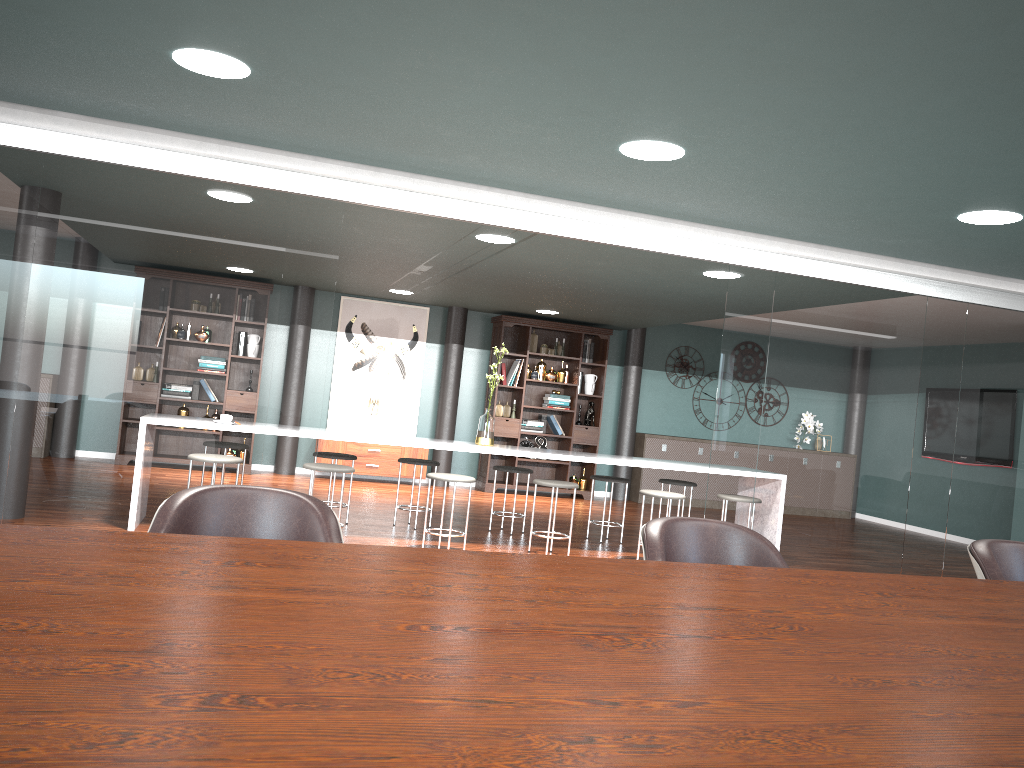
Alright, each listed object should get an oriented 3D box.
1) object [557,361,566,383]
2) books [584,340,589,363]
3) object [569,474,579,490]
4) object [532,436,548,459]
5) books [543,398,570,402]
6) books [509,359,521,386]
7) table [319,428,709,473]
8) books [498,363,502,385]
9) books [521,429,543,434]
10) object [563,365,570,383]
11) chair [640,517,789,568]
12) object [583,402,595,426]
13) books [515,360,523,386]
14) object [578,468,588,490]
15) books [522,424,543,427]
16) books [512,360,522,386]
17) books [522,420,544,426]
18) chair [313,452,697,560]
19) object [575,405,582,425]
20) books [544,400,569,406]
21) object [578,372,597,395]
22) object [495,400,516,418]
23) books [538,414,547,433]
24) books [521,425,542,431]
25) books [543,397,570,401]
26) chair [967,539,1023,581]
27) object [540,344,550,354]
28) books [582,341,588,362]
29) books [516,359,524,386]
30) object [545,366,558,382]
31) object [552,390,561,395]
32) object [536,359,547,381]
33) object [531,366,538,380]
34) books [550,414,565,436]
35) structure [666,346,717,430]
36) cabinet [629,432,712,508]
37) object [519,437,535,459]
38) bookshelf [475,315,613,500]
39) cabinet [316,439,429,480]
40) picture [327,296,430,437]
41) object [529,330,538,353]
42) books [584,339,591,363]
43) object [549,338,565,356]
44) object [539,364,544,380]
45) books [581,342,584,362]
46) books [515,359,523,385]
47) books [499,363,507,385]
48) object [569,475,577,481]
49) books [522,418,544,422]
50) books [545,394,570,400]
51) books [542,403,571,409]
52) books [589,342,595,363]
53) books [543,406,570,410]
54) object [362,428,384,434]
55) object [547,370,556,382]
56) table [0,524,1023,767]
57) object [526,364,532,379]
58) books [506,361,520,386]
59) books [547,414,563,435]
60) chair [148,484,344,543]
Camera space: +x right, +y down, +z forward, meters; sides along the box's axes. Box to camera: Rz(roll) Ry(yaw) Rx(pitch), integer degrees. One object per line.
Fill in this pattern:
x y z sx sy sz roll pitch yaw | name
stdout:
0.577 -0.140 10.237 0.108 0.256 0.108 6 -1 18 | object
0.847 -0.377 10.367 0.016 0.268 0.205 6 -1 -16 | books
0.708 1.130 10.239 0.144 0.175 0.073 6 -1 -14 | object
0.333 0.738 10.283 0.233 0.268 0.051 6 -1 -16 | object
0.518 0.190 10.288 0.268 0.016 0.205 6 -1 -16 | books
0.019 -0.130 10.127 0.090 0.316 0.197 6 -1 -16 | books
-0.222 0.791 6.376 4.577 0.699 0.609 6 -1 -16 | table
-0.176 -0.116 10.073 0.042 0.248 0.194 6 -1 -16 | books
0.190 0.536 10.170 0.286 0.027 0.184 6 -1 -16 | books
0.629 -0.115 10.350 0.092 0.222 0.092 6 -1 18 | object
0.539 0.758 2.283 0.535 0.761 0.518 6 -1 -10 | chair
0.898 0.344 10.374 0.116 0.286 0.215 6 -1 -20 | object
0.053 -0.123 10.136 0.063 0.309 0.210 6 -1 -16 | books
0.830 1.104 10.324 0.108 0.256 0.108 6 -1 18 | object
0.194 0.471 10.170 0.268 0.016 0.205 6 -1 -16 | books
0.038 -0.124 10.133 0.063 0.309 0.210 6 -1 -16 | books
0.219 0.445 10.176 0.248 0.042 0.194 6 -1 -16 | books
-0.219 0.888 6.439 4.029 0.512 1.479 6 -1 -17 | chair
0.787 0.363 10.326 0.077 0.228 0.077 7 -1 -33 | object
0.515 0.220 10.287 0.248 0.042 0.194 6 -1 -16 | books
0.868 -0.006 10.409 0.268 0.262 0.137 6 -1 24 | object
-0.090 0.268 10.097 0.250 0.221 0.186 6 -1 -18 | object
0.348 0.461 10.287 0.063 0.214 0.139 6 -1 -16 | books
0.191 0.500 10.169 0.248 0.042 0.194 6 -1 -16 | books
0.518 0.174 10.282 0.268 0.016 0.205 6 -1 -16 | books
1.566 0.873 2.574 0.533 0.761 0.523 7 -1 -35 | chair
0.373 -0.398 10.216 0.096 0.126 0.106 5 -1 35 | object
0.817 -0.369 10.358 0.042 0.248 0.194 6 -1 -16 | books
0.063 -0.128 10.135 0.062 0.322 0.197 6 -1 -16 | books
0.455 -0.114 10.152 0.144 0.175 0.073 6 -1 -14 | object
0.508 0.097 10.278 0.104 0.052 0.100 6 -1 -12 | object
0.337 -0.162 10.222 0.114 0.251 0.114 6 -1 10 | object
0.259 -0.127 10.121 0.079 0.161 0.080 6 -1 10 | object
0.514 0.473 10.266 0.166 0.228 0.205 6 -1 -16 | books
2.743 0.017 11.222 1.791 1.178 0.017 6 -1 -16 | structure
-1.564 0.656 9.778 12.287 0.820 0.402 6 -1 -16 | cabinet
0.154 0.731 10.110 0.224 0.238 0.159 6 -1 -16 | object
0.360 0.283 10.254 1.339 1.984 0.482 6 -1 -16 | bookshelf
-1.556 0.804 9.802 1.200 0.379 0.368 6 -1 -16 | cabinet
-1.501 -0.174 9.989 1.002 1.512 0.031 6 -1 -16 | picture
0.243 -0.486 10.206 0.104 0.273 0.104 6 -1 20 | object
0.870 -0.383 10.375 0.027 0.286 0.184 6 -1 -16 | books
0.509 -0.431 10.266 0.196 0.221 0.184 6 -1 -16 | object
0.335 -0.134 10.113 0.040 0.191 0.040 6 -1 -7 | object
0.785 -0.393 10.350 0.027 0.286 0.184 6 -1 -16 | books
0.049 -0.130 10.133 0.062 0.322 0.197 6 -1 -16 | books
-0.115 -0.111 10.090 0.084 0.252 0.194 6 -1 -16 | books
0.712 1.136 10.368 0.099 0.169 0.099 7 -2 -42 | object
0.212 0.414 10.174 0.268 0.016 0.205 6 -1 -16 | books
0.525 0.146 10.289 0.248 0.042 0.194 6 -1 -16 | books
0.513 0.255 10.288 0.286 0.027 0.184 6 -1 -16 | books
0.902 -0.359 10.383 0.042 0.248 0.194 6 -1 -16 | books
0.508 0.277 10.286 0.268 0.016 0.205 6 -1 -16 | books
-1.540 0.559 9.823 0.245 0.112 0.261 6 -1 -9 | object
0.459 -0.107 10.281 0.099 0.169 0.099 7 -2 -42 | object
0.320 0.744 1.312 6.694 0.706 1.374 6 -1 -16 | table
0.180 -0.140 10.195 0.105 0.172 0.105 6 -1 -20 | object
-0.007 -0.123 10.126 0.115 0.296 0.210 6 -1 -16 | books
0.481 0.471 10.256 0.176 0.227 0.194 6 -1 -16 | books
-0.607 0.630 1.949 0.535 0.761 0.518 6 -1 -10 | chair
